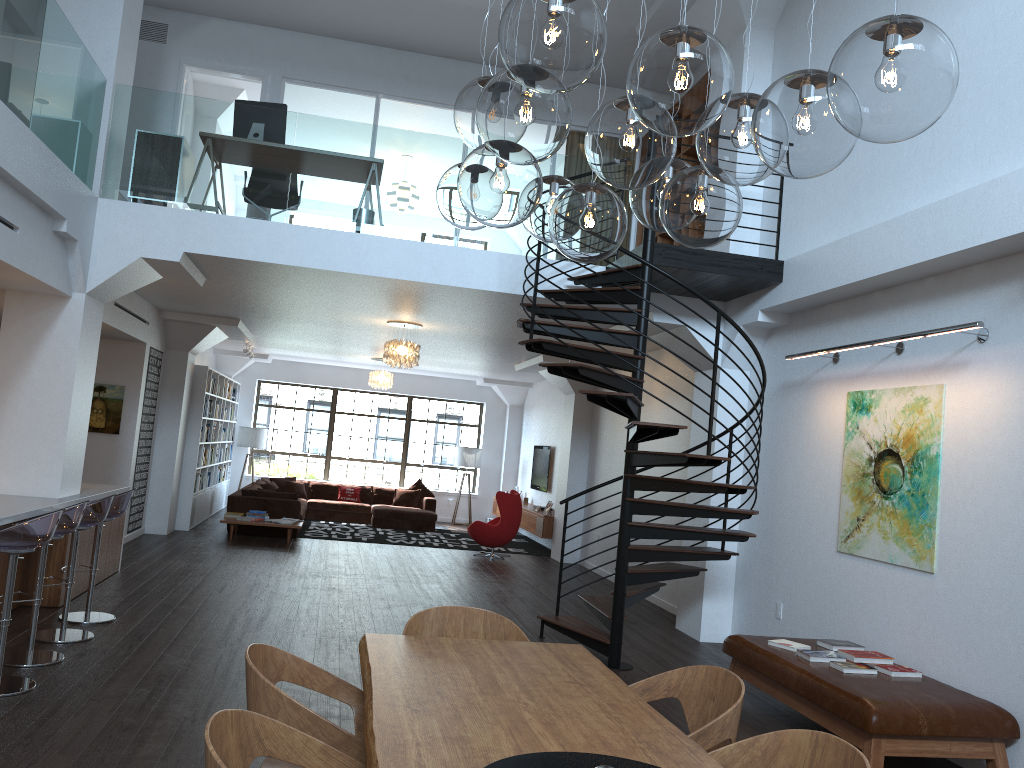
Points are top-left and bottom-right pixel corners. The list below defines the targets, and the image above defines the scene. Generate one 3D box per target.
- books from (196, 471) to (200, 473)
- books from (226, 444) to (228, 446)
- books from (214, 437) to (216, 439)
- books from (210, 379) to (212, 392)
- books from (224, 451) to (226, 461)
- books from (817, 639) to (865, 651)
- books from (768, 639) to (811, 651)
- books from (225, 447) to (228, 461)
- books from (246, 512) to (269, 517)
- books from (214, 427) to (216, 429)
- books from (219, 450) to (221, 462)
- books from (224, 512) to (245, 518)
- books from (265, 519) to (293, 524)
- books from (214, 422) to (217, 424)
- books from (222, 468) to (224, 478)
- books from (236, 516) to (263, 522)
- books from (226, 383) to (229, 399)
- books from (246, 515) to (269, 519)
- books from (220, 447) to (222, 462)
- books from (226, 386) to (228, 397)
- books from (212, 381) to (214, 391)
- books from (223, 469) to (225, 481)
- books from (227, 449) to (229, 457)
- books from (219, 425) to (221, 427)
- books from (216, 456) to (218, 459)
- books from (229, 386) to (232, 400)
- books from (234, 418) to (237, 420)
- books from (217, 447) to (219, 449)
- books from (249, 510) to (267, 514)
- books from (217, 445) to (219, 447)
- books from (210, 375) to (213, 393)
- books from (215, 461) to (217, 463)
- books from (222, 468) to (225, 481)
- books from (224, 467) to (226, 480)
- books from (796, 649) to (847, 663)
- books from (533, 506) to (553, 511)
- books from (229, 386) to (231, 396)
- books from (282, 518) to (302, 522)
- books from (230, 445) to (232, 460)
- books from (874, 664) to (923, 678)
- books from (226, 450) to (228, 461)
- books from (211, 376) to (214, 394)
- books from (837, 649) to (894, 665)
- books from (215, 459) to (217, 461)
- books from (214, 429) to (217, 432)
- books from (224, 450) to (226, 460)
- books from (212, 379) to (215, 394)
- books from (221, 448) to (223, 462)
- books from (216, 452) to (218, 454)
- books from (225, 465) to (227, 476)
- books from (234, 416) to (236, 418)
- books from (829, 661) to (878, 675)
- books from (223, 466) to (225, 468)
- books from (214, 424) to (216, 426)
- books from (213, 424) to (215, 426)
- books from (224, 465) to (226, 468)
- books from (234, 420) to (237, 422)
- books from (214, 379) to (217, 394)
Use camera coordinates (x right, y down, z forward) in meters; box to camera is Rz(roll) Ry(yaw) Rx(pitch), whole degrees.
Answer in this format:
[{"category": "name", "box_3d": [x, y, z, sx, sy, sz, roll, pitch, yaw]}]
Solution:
[{"category": "books", "box_3d": [-4.763, 1.297, 13.153, 0.223, 0.027, 0.161, 5, -4, -1]}, {"category": "books", "box_3d": [-5.369, 1.119, 16.328, 0.224, 0.030, 0.161, 5, -4, -1]}, {"category": "books", "box_3d": [-5.053, 0.894, 14.789, 0.160, 0.039, 0.251, 6, -4, -6]}, {"category": "books", "box_3d": [-4.728, 0.022, 13.674, 0.174, 0.242, 0.105, 6, -4, -11]}, {"category": "books", "box_3d": [-5.378, 1.307, 16.371, 0.161, 0.223, 0.030, 6, -4, -11]}, {"category": "books", "box_3d": [2.237, 1.782, 6.035, 0.254, 0.044, 0.183, 7, -5, -16]}, {"category": "books", "box_3d": [1.848, 1.743, 5.920, 0.161, 0.031, 0.223, 8, -5, -33]}, {"category": "books", "box_3d": [-5.430, 1.304, 16.589, 0.183, 0.253, 0.042, 6, -4, -11]}, {"category": "books", "box_3d": [-3.721, 1.902, 12.959, 0.279, 0.035, 0.191, 5, -4, -1]}, {"category": "books", "box_3d": [-5.049, 0.732, 14.812, 0.161, 0.033, 0.223, 6, -4, -11]}, {"category": "books", "box_3d": [-5.232, 1.251, 15.652, 0.182, 0.253, 0.098, 6, -4, -11]}, {"category": "books", "box_3d": [-4.018, 1.898, 12.836, 0.241, 0.045, 0.334, 6, -4, -9]}, {"category": "books", "box_3d": [-3.316, 1.949, 12.613, 0.342, 0.040, 0.231, 3, -5, 29]}, {"category": "books", "box_3d": [-4.932, 0.621, 14.414, 0.223, 0.027, 0.161, 5, -4, -1]}, {"category": "books", "box_3d": [-5.410, 1.664, 16.299, 0.183, 0.253, 0.037, 6, -4, -11]}, {"category": "books", "box_3d": [-3.710, 1.909, 12.546, 0.236, 0.035, 0.340, 4, -5, 14]}, {"category": "books", "box_3d": [-5.157, 0.120, 15.804, 0.176, 0.290, 0.053, 6, -4, -11]}, {"category": "books", "box_3d": [-3.719, 1.938, 12.954, 0.312, 0.037, 0.216, 7, -5, -21]}, {"category": "books", "box_3d": [-5.267, 1.237, 15.752, 0.197, 0.290, 0.136, 6, -4, -11]}, {"category": "books", "box_3d": [-5.140, 0.138, 15.722, 0.171, 0.246, 0.057, 6, -4, -11]}, {"category": "books", "box_3d": [-4.767, 0.032, 13.892, 0.159, 0.248, 0.089, 6, -4, -11]}, {"category": "books", "box_3d": [-5.466, 1.681, 16.558, 0.189, 0.247, 0.057, 6, -4, -11]}, {"category": "books", "box_3d": [-5.475, 1.329, 16.808, 0.168, 0.228, 0.139, 6, -4, -11]}, {"category": "books", "box_3d": [-5.099, 0.709, 15.151, 0.223, 0.031, 0.161, 6, -4, -11]}, {"category": "books", "box_3d": [-5.200, 1.253, 15.228, 0.259, 0.040, 0.180, 6, -4, -11]}, {"category": "books", "box_3d": [-5.224, 0.160, 16.175, 0.183, 0.253, 0.034, 6, -4, -11]}, {"category": "books", "box_3d": [-5.496, 0.659, 17.151, 0.284, 0.033, 0.197, 5, -4, 4]}, {"category": "books", "box_3d": [-5.149, 1.086, 15.225, 0.208, 0.024, 0.144, 6, -4, -6]}, {"category": "books", "box_3d": [-3.713, 1.872, 12.961, 0.224, 0.027, 0.157, 6, -4, -6]}, {"category": "books", "box_3d": [-5.148, 1.053, 15.220, 0.185, 0.041, 0.129, 5, -4, 4]}, {"category": "books", "box_3d": [-4.748, 0.002, 13.761, 0.176, 0.293, 0.125, 6, -4, -11]}, {"category": "books", "box_3d": [-5.195, 1.328, 15.196, 0.246, 0.038, 0.171, 6, -4, -11]}, {"category": "books", "box_3d": [-5.439, 1.671, 16.442, 0.183, 0.253, 0.037, 6, -4, -11]}, {"category": "books", "box_3d": [-5.503, 1.692, 16.741, 0.171, 0.246, 0.057, 6, -4, -11]}, {"category": "books", "box_3d": [1.959, 1.724, 5.616, 0.247, 0.040, 0.185, 6, -4, -8]}, {"category": "books", "box_3d": [0.533, 2.157, 15.339, 0.250, 0.053, 0.400, 6, -4, -11]}, {"category": "books", "box_3d": [-5.198, 0.153, 16.041, 0.183, 0.253, 0.034, 6, -4, -11]}, {"category": "books", "box_3d": [-3.231, 1.986, 12.978, 0.256, 0.035, 0.350, 4, -5, 14]}, {"category": "books", "box_3d": [-5.559, 1.327, 17.284, 0.176, 0.290, 0.053, 6, -4, -11]}, {"category": "books", "box_3d": [2.347, 1.746, 5.395, 0.224, 0.036, 0.161, 7, -5, -17]}, {"category": "books", "box_3d": [-5.452, 1.336, 16.723, 0.161, 0.221, 0.035, 6, -4, -11]}, {"category": "books", "box_3d": [-4.765, 0.006, 13.821, 0.197, 0.290, 0.136, 6, -4, -11]}, {"category": "books", "box_3d": [2.281, 1.760, 5.719, 0.283, 0.043, 0.197, 6, -4, -11]}, {"category": "books", "box_3d": [-5.194, 1.291, 15.201, 0.251, 0.037, 0.160, 6, -4, -6]}, {"category": "books", "box_3d": [-5.045, 0.768, 14.804, 0.183, 0.042, 0.253, 6, -4, -11]}, {"category": "books", "box_3d": [-5.367, 1.287, 16.302, 0.174, 0.251, 0.051, 6, -4, -11]}, {"category": "books", "box_3d": [-4.770, 0.033, 13.925, 0.182, 0.253, 0.098, 6, -4, -11]}, {"category": "books", "box_3d": [-5.289, 1.269, 15.899, 0.174, 0.242, 0.105, 6, -4, -11]}, {"category": "books", "box_3d": [-5.178, 1.171, 15.214, 0.253, 0.040, 0.183, 6, -4, -11]}, {"category": "books", "box_3d": [-5.520, 1.675, 16.823, 0.176, 0.290, 0.053, 6, -4, -11]}, {"category": "books", "box_3d": [-5.490, 0.626, 17.149, 0.254, 0.032, 0.174, 3, -5, 24]}, {"category": "books", "box_3d": [2.067, 1.717, 5.367, 0.224, 0.032, 0.161, 6, -4, -11]}, {"category": "books", "box_3d": [-5.465, 1.658, 16.497, 0.198, 0.284, 0.066, 6, -4, -11]}, {"category": "books", "box_3d": [-5.040, 0.679, 14.832, 0.144, 0.024, 0.208, 6, -4, -6]}, {"category": "books", "box_3d": [-4.947, 0.657, 14.431, 0.174, 0.045, 0.240, 6, -4, -11]}, {"category": "books", "box_3d": [-5.456, 1.661, 16.613, 0.140, 0.298, 0.044, 6, -4, -11]}, {"category": "books", "box_3d": [-5.500, 0.693, 17.149, 0.284, 0.035, 0.197, 4, -5, 19]}, {"category": "books", "box_3d": [-4.812, 0.041, 14.109, 0.182, 0.255, 0.077, 6, -4, -11]}]
